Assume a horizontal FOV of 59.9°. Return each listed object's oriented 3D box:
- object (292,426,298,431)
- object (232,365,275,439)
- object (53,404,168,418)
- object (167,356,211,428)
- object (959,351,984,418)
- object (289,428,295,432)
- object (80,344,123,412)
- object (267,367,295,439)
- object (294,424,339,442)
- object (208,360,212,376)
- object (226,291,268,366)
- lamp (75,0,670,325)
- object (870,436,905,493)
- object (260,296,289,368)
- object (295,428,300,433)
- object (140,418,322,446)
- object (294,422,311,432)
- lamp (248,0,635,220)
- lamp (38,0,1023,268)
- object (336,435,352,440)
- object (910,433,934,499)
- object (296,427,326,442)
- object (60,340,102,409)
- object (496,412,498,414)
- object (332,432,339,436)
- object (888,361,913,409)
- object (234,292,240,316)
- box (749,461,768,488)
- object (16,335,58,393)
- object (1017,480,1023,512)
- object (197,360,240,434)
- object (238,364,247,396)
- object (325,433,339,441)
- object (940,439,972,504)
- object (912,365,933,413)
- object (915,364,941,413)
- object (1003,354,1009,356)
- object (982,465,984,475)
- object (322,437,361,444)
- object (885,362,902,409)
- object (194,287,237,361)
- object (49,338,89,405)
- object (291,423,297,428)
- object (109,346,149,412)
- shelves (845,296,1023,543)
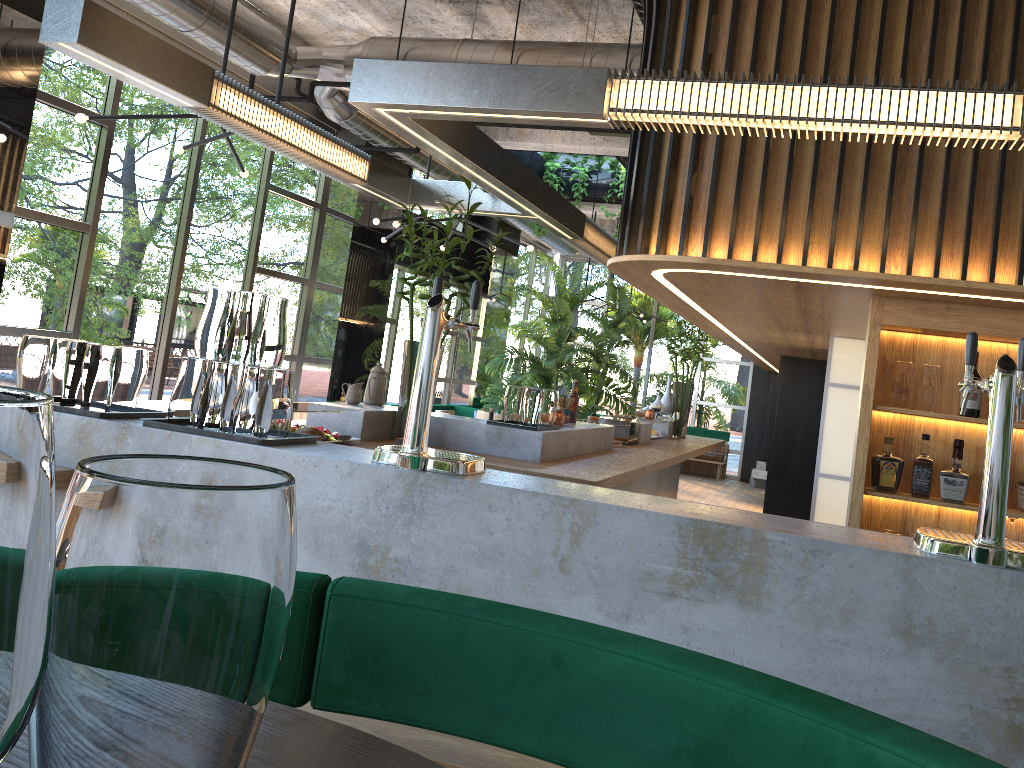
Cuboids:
[{"bbox_3d":[-0.996,0.196,3.956,0.100,0.066,0.070,8,-1,-24],"label":"object"},{"bbox_3d":[-0.733,0.054,2.530,0.105,0.210,0.105,7,-3,2],"label":"object"},{"bbox_3d":[-1.335,0.070,2.760,0.427,0.019,0.278,8,1,17],"label":"object"},{"bbox_3d":[-0.944,0.026,2.607,0.104,0.210,0.106,7,-3,12],"label":"object"},{"bbox_3d":[2.052,0.002,3.956,0.089,0.300,0.083,9,-4,-24],"label":"object"},{"bbox_3d":[-1.005,0.218,3.854,0.148,0.066,0.099,7,-1,14],"label":"object"},{"bbox_3d":[-1.234,-0.011,2.659,0.104,0.210,0.106,7,-3,12],"label":"object"},{"bbox_3d":[-0.703,0.056,2.646,0.105,0.210,0.105,7,-3,2],"label":"object"},{"bbox_3d":[-0.884,0.227,4.022,0.178,0.081,0.137,7,0,10],"label":"object"},{"bbox_3d":[-0.918,0.027,2.717,0.104,0.210,0.106,7,-3,12],"label":"object"},{"bbox_3d":[-0.761,-0.161,2.567,0.105,0.210,0.105,7,-3,2],"label":"object"},{"bbox_3d":[0.550,-2.107,7.165,4.974,1.828,19.280,8,1,19],"label":"lamp"},{"bbox_3d":[1.697,0.364,4.022,0.150,0.249,0.094,7,-4,5],"label":"object"},{"bbox_3d":[-0.728,-0.159,2.677,0.105,0.210,0.105,7,-3,2],"label":"object"},{"bbox_3d":[-0.932,0.223,3.952,0.089,0.065,0.137,7,0,27],"label":"object"},{"bbox_3d":[-0.823,0.139,2.615,0.427,0.019,0.278,8,1,17],"label":"object"},{"bbox_3d":[-0.939,0.203,3.939,0.069,0.062,0.086,7,-1,8],"label":"object"},{"bbox_3d":[1.094,-2.277,11.577,3.708,1.536,10.222,7,1,17],"label":"lamp"},{"bbox_3d":[1.889,-1.760,5.744,4.892,2.139,6.842,7,1,12],"label":"lamp"},{"bbox_3d":[-0.802,0.251,4.112,0.116,0.035,0.174,7,1,-1],"label":"object"},{"bbox_3d":[1.844,0.365,3.984,0.081,0.283,0.084,6,-4,18],"label":"object"},{"bbox_3d":[-0.894,0.225,3.885,0.130,0.074,0.202,7,0,18],"label":"object"},{"bbox_3d":[-1.336,-0.026,2.742,0.101,0.210,0.109,6,-4,32],"label":"object"},{"bbox_3d":[-0.151,0.457,11.824,0.233,0.139,0.232,7,0,2],"label":"object"},{"bbox_3d":[-0.919,0.224,4.031,0.087,0.059,0.345,7,1,32],"label":"object"},{"bbox_3d":[1.750,0.004,3.985,0.109,0.210,0.101,10,-4,-37],"label":"object"},{"bbox_3d":[-0.840,-0.174,2.698,0.105,0.210,0.105,7,-3,2],"label":"object"},{"bbox_3d":[4.302,1.566,15.369,0.329,0.444,0.281,7,-3,6],"label":"box"},{"bbox_3d":[-1.465,-0.042,2.726,0.101,0.210,0.109,6,-4,32],"label":"object"},{"bbox_3d":[2.301,0.428,3.894,0.122,0.281,0.124,7,-3,6],"label":"object"},{"bbox_3d":[-0.845,0.039,2.569,0.105,0.210,0.105,7,-3,2],"label":"object"},{"bbox_3d":[-0.815,0.041,2.676,0.105,0.210,0.105,7,-3,2],"label":"object"},{"bbox_3d":[-0.928,0.226,4.030,0.296,0.061,0.418,7,1,-6],"label":"object"},{"bbox_3d":[1.969,0.384,3.935,0.119,0.281,0.127,6,-4,31],"label":"object"},{"bbox_3d":[1.889,0.021,4.053,0.109,0.210,0.101,10,-4,-37],"label":"object"},{"bbox_3d":[1.862,0.019,3.964,0.109,0.210,0.101,10,-4,-37],"label":"object"},{"bbox_3d":[2.155,0.016,3.902,0.089,0.300,0.083,9,-4,-24],"label":"object"},{"bbox_3d":[2.123,0.394,3.916,0.089,0.300,0.083,9,-4,-24],"label":"object"},{"bbox_3d":[-0.948,0.245,4.015,0.326,0.025,0.504,8,1,18],"label":"object"},{"bbox_3d":[1.783,0.006,4.094,0.109,0.210,0.101,10,-4,-37],"label":"object"},{"bbox_3d":[-0.867,-0.176,2.609,0.105,0.210,0.105,7,-3,2],"label":"object"},{"bbox_3d":[-1.417,-0.038,2.827,0.101,0.210,0.109,6,-4,32],"label":"object"},{"bbox_3d":[-0.974,0.216,4.036,0.129,0.071,0.111,7,0,9],"label":"object"},{"bbox_3d":[-1.202,-0.009,2.771,0.104,0.210,0.106,7,-3,12],"label":"object"},{"bbox_3d":[2.051,0.672,3.910,1.086,2.066,0.285,7,-4,16],"label":"shelves"}]
